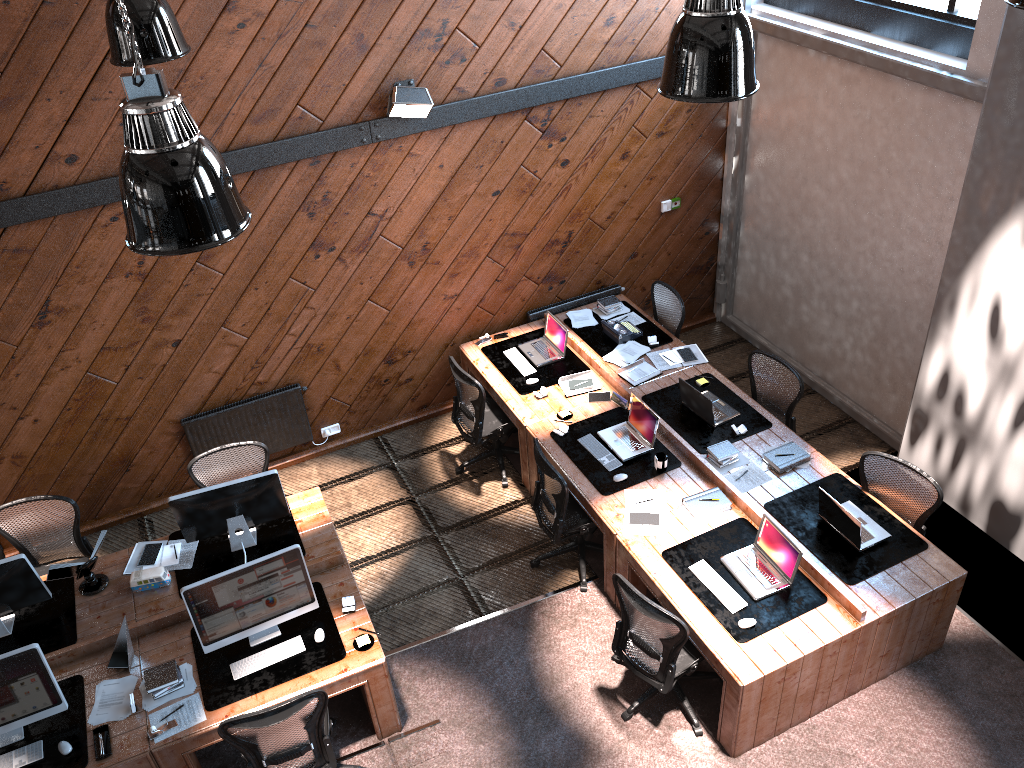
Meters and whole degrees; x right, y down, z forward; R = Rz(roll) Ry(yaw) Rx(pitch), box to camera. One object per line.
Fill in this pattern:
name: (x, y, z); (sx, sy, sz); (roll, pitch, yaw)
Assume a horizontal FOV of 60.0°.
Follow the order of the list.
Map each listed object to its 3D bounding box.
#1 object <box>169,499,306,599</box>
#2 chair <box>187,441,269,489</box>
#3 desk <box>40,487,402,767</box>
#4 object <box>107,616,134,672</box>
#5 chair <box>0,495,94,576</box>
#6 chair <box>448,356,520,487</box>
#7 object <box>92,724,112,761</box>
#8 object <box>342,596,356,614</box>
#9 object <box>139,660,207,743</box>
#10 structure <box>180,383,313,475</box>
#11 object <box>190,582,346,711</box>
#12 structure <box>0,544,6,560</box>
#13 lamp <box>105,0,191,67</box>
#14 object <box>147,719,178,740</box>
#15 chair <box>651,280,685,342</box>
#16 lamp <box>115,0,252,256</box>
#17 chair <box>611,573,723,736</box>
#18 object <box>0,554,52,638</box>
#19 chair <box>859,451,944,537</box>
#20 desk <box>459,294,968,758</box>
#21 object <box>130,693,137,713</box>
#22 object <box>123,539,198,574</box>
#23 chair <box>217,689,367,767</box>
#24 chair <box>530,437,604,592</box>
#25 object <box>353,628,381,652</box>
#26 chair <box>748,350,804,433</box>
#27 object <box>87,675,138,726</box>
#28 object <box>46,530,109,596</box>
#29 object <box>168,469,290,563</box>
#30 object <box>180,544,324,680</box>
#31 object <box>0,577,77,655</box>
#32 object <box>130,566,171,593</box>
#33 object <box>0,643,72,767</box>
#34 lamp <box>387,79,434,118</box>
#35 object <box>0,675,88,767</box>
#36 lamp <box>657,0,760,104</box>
object: (-1.924, 1.123, 6.185); (0.848, 0.008, 0.687); (-18, 38, -17)
chair: (-1.979, 1.020, 6.697); (0.770, 1.085, 0.792); (-26, 41, -27)
desk: (-2.961, 2.056, 5.578); (4.117, 0.840, 1.748); (-17, 37, -17)
object: (-2.371, 1.579, 5.332); (0.178, 0.320, 0.165); (-13, 36, -11)
chair: (-3.275, 1.373, 6.356); (0.770, 1.085, 0.792); (-19, 38, -19)
chair: (-0.191, 0.209, 7.619); (0.770, 1.085, 0.792); (26, 46, 36)
object: (-2.300, 2.010, 4.975); (0.089, 0.031, 0.215); (-19, 38, -19)
object: (-1.040, 1.406, 5.639); (0.082, 0.063, 0.106); (-8, 36, -5)
object: (-1.995, 1.813, 5.153); (0.319, 0.098, 0.478); (-20, 38, -20)
structure: (-2.233, 0.403, 7.645); (1.064, 0.628, 0.073); (-19, 38, -19)
object: (-1.515, 1.596, 5.479); (0.848, 0.008, 0.687); (-18, 38, -17)
structure: (-4.687, 0.491, 6.346); (1.003, 2.745, 0.500); (-15, 37, -14)
lamp: (-2.129, -2.827, 4.344); (0.445, 2.372, 0.445); (-11, 36, -9)
object: (-1.980, 1.937, 5.009); (0.159, 0.064, 0.054); (-27, 41, -28)
chair: (1.267, -0.337, 8.209); (0.792, 1.085, 0.770); (-26, 41, -27)
lamp: (-1.255, -1.529, 2.543); (0.445, 2.372, 0.445); (-5, 36, 0)
chair: (0.970, 1.559, 5.602); (0.770, 1.085, 0.792); (18, 41, 29)
object: (-3.340, 1.334, 5.591); (0.772, 0.578, 0.642); (9, 38, 19)
chair: (2.506, 1.080, 6.090); (0.770, 1.085, 0.792); (18, 41, 29)
desk: (1.211, 0.678, 7.011); (1.748, 0.840, 4.117); (-19, 38, -19)
object: (-2.191, 1.850, 5.126); (0.034, 0.102, 0.076); (-18, 38, -18)
object: (-2.418, 1.182, 6.138); (0.467, 0.017, 0.304); (-5, 36, 0)
chair: (-1.361, 2.038, 5.206); (0.770, 1.085, 0.792); (-26, 41, -27)
chair: (0.474, 0.863, 6.630); (0.792, 1.085, 0.770); (-26, 41, -27)
object: (-0.907, 1.566, 5.431); (0.158, 0.026, 0.154); (10, 38, 19)
chair: (1.960, 0.347, 7.175); (0.770, 1.085, 0.792); (26, 46, 36)
object: (-2.345, 1.857, 5.216); (0.246, 0.002, 0.315); (-9, 36, -6)
object: (-2.830, 1.197, 5.859); (0.304, 0.380, 0.417); (21, 43, 32)
object: (-1.894, 0.864, 6.078); (0.811, 0.578, 0.663); (16, 40, 26)
object: (-1.581, 1.316, 5.407); (0.714, 0.573, 0.610); (-19, 38, -19)
object: (-3.254, 1.584, 5.699); (0.848, 0.008, 0.687); (-18, 38, -17)
object: (-2.416, 1.300, 5.924); (0.253, 0.146, 0.128); (-10, 36, -7)
object: (-2.838, 1.816, 4.859); (0.735, 0.576, 0.654); (10, 38, 20)
lamp: (-0.787, -2.117, 6.690); (0.328, 0.287, 0.283); (-19, 38, -19)
object: (-2.849, 2.051, 5.000); (0.848, 0.008, 0.687); (-18, 38, -17)
lamp: (0.794, -2.286, 3.270); (0.445, 2.372, 0.445); (10, 38, 20)
